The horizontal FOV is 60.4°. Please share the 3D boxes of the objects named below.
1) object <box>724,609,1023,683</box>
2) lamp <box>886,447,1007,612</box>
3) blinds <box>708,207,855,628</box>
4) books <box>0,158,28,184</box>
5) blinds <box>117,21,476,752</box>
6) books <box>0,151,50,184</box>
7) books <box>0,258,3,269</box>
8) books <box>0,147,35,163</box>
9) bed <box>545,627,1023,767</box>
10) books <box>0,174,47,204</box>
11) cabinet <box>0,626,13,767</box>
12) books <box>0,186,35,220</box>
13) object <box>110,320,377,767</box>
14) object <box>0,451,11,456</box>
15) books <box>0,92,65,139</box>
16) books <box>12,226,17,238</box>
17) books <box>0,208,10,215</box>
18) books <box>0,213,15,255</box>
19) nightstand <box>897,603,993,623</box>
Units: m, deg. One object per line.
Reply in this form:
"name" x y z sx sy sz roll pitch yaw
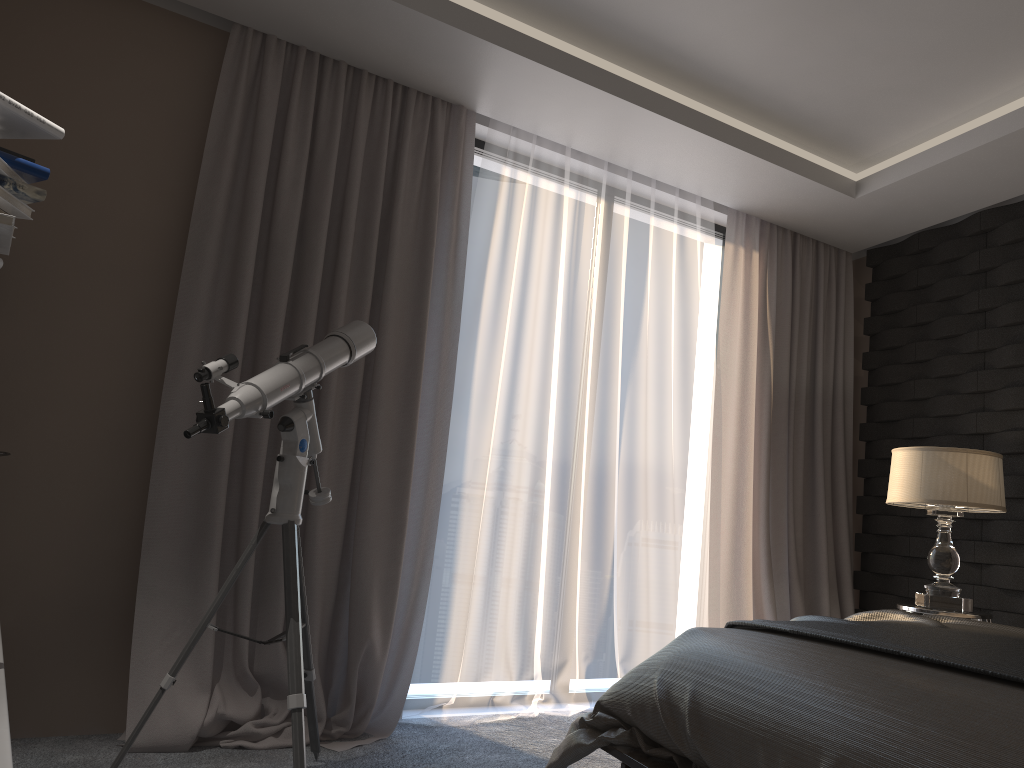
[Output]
"object" 1.144 0.701 1.784 0.643 0.323 1.965 9 -9 -20
"lamp" 1.777 0.598 3.615 0.458 0.633 0.472 4 -9 10
"blinds" 1.494 0.312 4.582 1.050 2.649 0.323 12 -11 -31
"books" -1.208 -0.478 1.919 0.213 0.023 0.283 7 -9 -10
"blinds" -0.644 -0.087 3.189 1.101 2.650 0.340 12 -11 -31
"books" -1.209 -0.502 1.932 0.184 0.027 0.289 -1 -10 34
"books" -1.256 -0.304 1.869 0.200 0.028 0.259 6 -9 -3
"books" -1.246 -0.528 1.959 0.167 0.028 0.276 -1 -11 35
"bed" 1.553 0.944 1.944 2.384 0.626 2.195 9 -9 -22
"books" -1.201 -0.449 1.936 0.176 0.026 0.256 -1 -10 34
"cabinet" -0.705 0.667 0.727 0.473 0.371 4.335 11 -10 -30
"books" -1.224 -0.430 1.901 0.227 0.027 0.307 6 -9 -6
"object" -0.674 0.428 2.493 0.647 1.411 0.566 12 -11 -30
"object" -1.594 0.419 2.485 0.229 0.483 0.209 10 -10 -22
"books" -1.188 -0.618 1.960 0.200 0.027 0.276 3 -9 14
"books" -1.255 -0.379 1.907 0.198 0.028 0.262 5 -9 2
"books" -1.250 -0.407 1.899 0.191 0.031 0.279 6 -9 -4
"books" -1.227 -0.349 1.924 0.234 0.027 0.296 10 -10 -31
"nightstand" 1.713 1.204 3.498 0.562 0.605 0.538 7 -9 -9
